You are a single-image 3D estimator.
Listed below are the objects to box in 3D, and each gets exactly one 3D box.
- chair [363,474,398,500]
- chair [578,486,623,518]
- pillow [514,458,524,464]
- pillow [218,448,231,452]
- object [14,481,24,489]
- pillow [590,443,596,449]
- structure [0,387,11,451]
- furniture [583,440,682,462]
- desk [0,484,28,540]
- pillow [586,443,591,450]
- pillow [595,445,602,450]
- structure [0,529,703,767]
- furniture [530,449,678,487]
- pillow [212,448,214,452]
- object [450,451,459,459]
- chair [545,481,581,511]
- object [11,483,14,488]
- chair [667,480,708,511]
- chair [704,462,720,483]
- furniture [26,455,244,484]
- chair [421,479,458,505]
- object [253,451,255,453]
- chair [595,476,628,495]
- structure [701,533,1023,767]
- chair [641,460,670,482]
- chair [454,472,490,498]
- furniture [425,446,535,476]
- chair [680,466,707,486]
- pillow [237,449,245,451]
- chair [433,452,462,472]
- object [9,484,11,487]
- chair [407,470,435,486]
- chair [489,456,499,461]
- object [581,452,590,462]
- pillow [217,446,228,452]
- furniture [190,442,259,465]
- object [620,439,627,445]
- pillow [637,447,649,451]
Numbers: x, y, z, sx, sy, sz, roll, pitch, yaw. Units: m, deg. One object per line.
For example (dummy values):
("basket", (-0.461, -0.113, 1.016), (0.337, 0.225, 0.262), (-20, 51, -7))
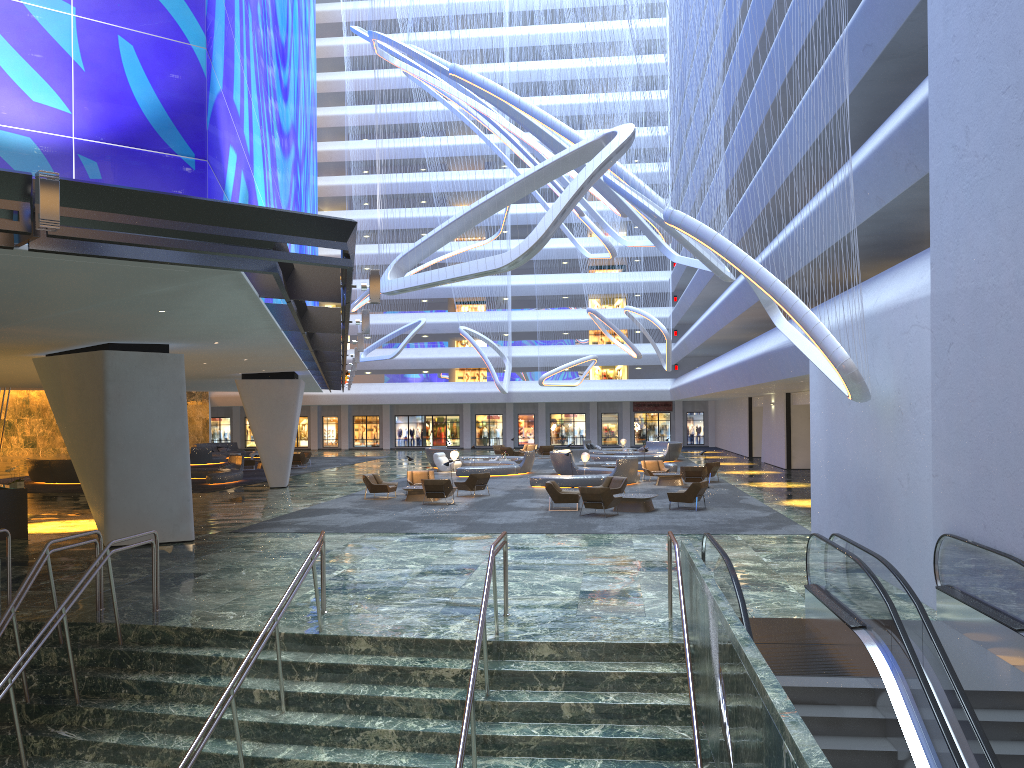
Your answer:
("chair", (-4.159, 3.229, 27.918), (0.939, 0.766, 0.929), (-1, -1, 15))
("chair", (2.219, 2.977, 22.581), (0.929, 0.766, 0.939), (-1, -1, 33))
("pillow", (0.532, 3.378, 39.026), (0.692, 0.262, 0.877), (-1, -2, 15))
("pillow", (-18.316, 4.172, 56.277), (0.692, 0.262, 0.877), (-1, -2, -3))
("object", (-10.935, 2.239, 19.672), (0.149, 0.149, 0.149), (-1, -1, 41))
("pillow", (4.902, 3.758, 53.669), (0.315, 0.386, 0.785), (-1, -2, 22))
("structure", (-26.488, 1.281, 35.026), (11.982, 6.246, 16.496), (-1, -2, 6))
("furniture", (6.735, 3.738, 50.390), (5.185, 0.969, 9.931), (-1, -2, 3))
("desk", (-12.069, 2.898, 20.399), (2.978, 1.097, 0.813), (-2, -2, 45))
("pillow", (4.692, 3.785, 53.658), (0.295, 0.369, 0.769), (-1, -2, 19))
("pillow", (5.141, 3.856, 53.936), (0.874, 0.280, 0.684), (-2, -2, 44))
("structure", (-3.502, 5.789, 1.965), (9.305, 8.398, 19.741), (-1, -2, 6))
("furniture", (3.282, 3.276, 35.645), (5.186, 0.969, 9.929), (-1, -2, 23))
("pillow", (-19.018, 4.110, 55.613), (0.315, 0.386, 0.785), (-1, -2, 23))
("object", (-2.577, 3.189, 39.755), (0.367, 0.387, 0.318), (0, -1, -12))
("chair", (1.397, 3.037, 24.089), (0.939, 0.766, 0.930), (-1, -1, 8))
("object", (-11.121, 2.266, 19.834), (0.108, 0.108, 0.111), (-1, -1, 41))
("chair", (4.740, 2.993, 23.854), (0.939, 0.766, 0.929), (-1, -1, 31))
("chair", (7.205, 3.276, 33.014), (0.939, 0.766, 0.929), (-2, -1, 40))
("furniture", (-15.691, 3.526, 36.895), (9.928, 0.969, 5.187), (-1, -2, 23))
("chair", (-2.153, 3.139, 25.930), (0.929, 0.766, 0.939), (-1, -1, 12))
("object", (-15.827, 4.170, 54.295), (0.071, 0.118, 0.151), (-1, -1, 42))
("chair", (2.789, 3.069, 25.475), (0.938, 0.766, 0.930), (0, -1, -32))
("structure", (2.940, 5.676, 1.696), (3.017, 8.237, 19.837), (-1, -2, 6))
("chair", (5.449, 3.326, 33.896), (0.929, 0.766, 0.939), (0, -1, -10))
("chair", (-1.233, 3.209, 28.293), (0.939, 0.766, 0.929), (-2, -1, 40))
("furniture", (-1.653, 3.542, 41.907), (5.185, 0.969, 9.932), (-1, -2, -2))
("chair", (6.285, 3.206, 30.650), (0.929, 0.766, 0.939), (-1, -1, 12))
("pillow", (-17.410, 4.245, 56.858), (0.443, 0.207, 0.445), (0, -2, -7))
("chair", (-2.949, 3.588, 40.585), (1.157, 0.882, 0.729), (-1, -1, 26))
("object", (-11.270, 2.291, 19.966), (0.072, 0.070, 0.073), (-1, -1, 41))
("chair", (-2.988, 3.258, 29.175), (0.929, 0.766, 0.939), (0, -1, -10))
("chair", (-1.386, 3.893, 44.480), (1.784, 0.501, 0.586), (0, -1, -30))
("object", (3.042, 3.021, 36.646), (0.367, 0.387, 0.318), (-1, -1, 13))
("pillow", (-18.410, 4.135, 56.451), (0.775, 0.366, 0.317), (1, -2, -42))
("furniture", (-17.920, 4.086, 52.658), (5.186, 0.969, 9.929), (-1, -2, 23))
("object", (6.999, 3.630, 55.622), (0.367, 0.387, 0.318), (0, -1, -12))
("pillow", (7.400, 3.678, 50.083), (0.692, 0.262, 0.877), (0, -2, -32))
